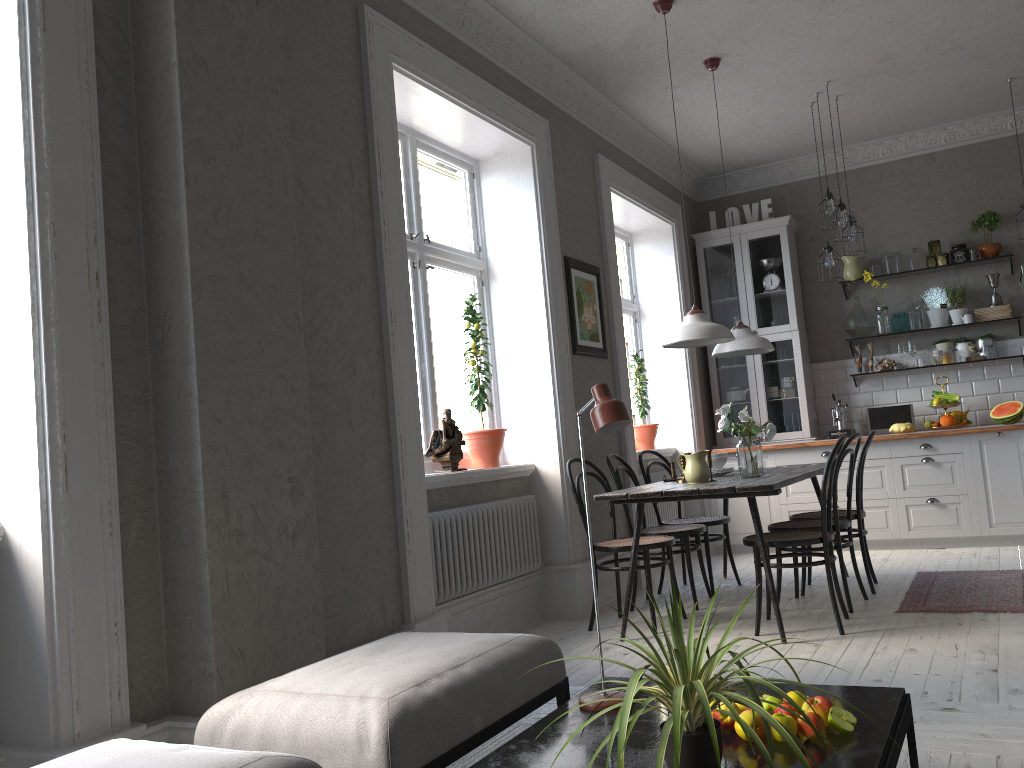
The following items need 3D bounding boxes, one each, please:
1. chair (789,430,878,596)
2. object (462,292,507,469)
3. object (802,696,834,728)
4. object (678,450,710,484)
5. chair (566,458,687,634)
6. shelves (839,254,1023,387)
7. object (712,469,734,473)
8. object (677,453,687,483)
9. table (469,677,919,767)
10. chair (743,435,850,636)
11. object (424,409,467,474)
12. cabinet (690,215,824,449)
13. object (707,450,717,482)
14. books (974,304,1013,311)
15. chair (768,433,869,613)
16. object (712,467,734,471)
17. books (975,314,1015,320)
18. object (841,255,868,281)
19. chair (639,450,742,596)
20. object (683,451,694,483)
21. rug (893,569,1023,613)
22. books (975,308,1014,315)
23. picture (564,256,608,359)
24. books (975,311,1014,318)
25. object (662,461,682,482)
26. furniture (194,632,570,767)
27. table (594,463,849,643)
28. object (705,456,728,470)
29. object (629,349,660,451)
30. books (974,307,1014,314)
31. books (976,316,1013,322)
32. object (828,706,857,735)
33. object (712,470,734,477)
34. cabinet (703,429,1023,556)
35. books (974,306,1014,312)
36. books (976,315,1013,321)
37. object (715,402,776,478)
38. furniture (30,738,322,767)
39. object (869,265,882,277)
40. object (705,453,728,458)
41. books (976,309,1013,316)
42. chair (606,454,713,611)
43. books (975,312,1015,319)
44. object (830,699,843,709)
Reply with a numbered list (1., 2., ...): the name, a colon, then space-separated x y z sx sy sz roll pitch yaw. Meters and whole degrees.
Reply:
1. chair: 1.924 0.758 5.254 0.540 0.920 0.445 -7 -5 25
2. object: -0.186 -0.028 4.913 0.274 0.991 0.266 -3 -5 -23
3. object: 0.696 0.743 2.009 0.076 0.064 0.073 -2 -5 -31
4. object: 0.967 0.438 4.672 0.151 0.170 0.134 -4 -4 -11
5. chair: 0.610 0.840 4.786 0.538 0.920 0.447 -8 -5 35
6. shelves: 3.413 -0.472 7.220 1.294 0.923 0.232 -7 -5 27
7. object: 1.210 0.529 5.298 0.238 0.027 0.236 -5 -5 -4
8. object: 0.949 0.458 4.900 0.095 0.172 0.096 -6 -4 9
9. table: 0.327 0.946 1.834 0.834 0.303 1.333 -8 -5 28
10. chair: 1.410 0.733 4.353 0.540 0.920 0.445 -7 -5 25
11. object: -0.348 0.289 4.538 0.118 0.329 0.241 -8 -5 30
12. cabinet: 2.133 -0.408 7.727 0.864 1.920 0.394 -7 -5 27
13. object: 1.056 0.436 4.721 0.058 0.167 0.060 -9 -6 41
14. books: 3.817 -0.600 7.020 0.256 0.011 0.161 -8 -5 33
15. chair: 1.670 0.748 4.831 0.538 0.920 0.447 -8 -5 35
16. object: 1.209 0.521 5.298 0.242 0.027 0.232 -1 -6 -39
17. books: 3.824 -0.526 7.014 0.255 0.016 0.161 -9 -6 40
18. object: 2.879 -0.972 7.451 0.187 0.216 0.177 -9 -6 42
19. chair: 1.136 0.866 5.707 0.538 0.920 0.447 -9 -6 40
20. object: 0.966 0.449 4.808 0.063 0.172 0.061 -1 -6 -40
21. rug: 2.551 1.123 4.857 0.723 0.014 1.312 -8 -5 28
22. books: 3.820 -0.569 7.018 0.256 0.011 0.161 -8 -5 33
23. picture: 0.483 -0.479 5.682 0.019 0.619 0.530 -7 -5 29
24. books: 3.822 -0.547 7.016 0.256 0.011 0.161 -8 -5 33
25. object: 0.943 0.510 5.177 0.138 0.112 0.140 -6 -5 10
26. furniture: -0.287 0.940 2.299 0.573 0.475 0.842 -7 -5 28
27. table: 1.297 0.892 5.039 0.889 0.735 1.953 -7 -5 28
28. object: 1.206 0.486 5.301 0.177 0.094 0.182 -7 -5 19
29. object: 1.036 0.126 7.124 0.265 0.813 0.255 -2 -5 -35
30. books: 3.819 -0.579 7.018 0.255 0.016 0.161 -9 -6 40
31. books: 3.826 -0.503 7.013 0.256 0.011 0.160 -8 -5 30
32. object: 0.725 0.741 1.950 0.057 0.053 0.061 -8 -5 34
33. object: 1.211 0.539 5.297 0.242 0.027 0.232 -1 -6 -44
34. cabinet: 2.998 0.728 5.737 2.010 0.854 4.149 -4 -5 -15
35. books: 3.818 -0.590 7.019 0.256 0.016 0.161 -9 -6 37
36. books: 3.825 -0.515 7.014 0.256 0.011 0.161 -8 -5 33
37. object: 1.265 0.295 4.755 0.306 0.414 0.255 -7 -5 26
38. furniture: -0.772 0.914 1.422 0.573 0.475 0.842 -7 -5 28
39. object: 3.051 -0.936 7.427 0.101 0.111 0.105 -7 -5 28
40. object: 1.204 0.466 5.302 0.177 0.094 0.182 -7 -5 19
41. books: 3.821 -0.558 7.017 0.256 0.011 0.160 -8 -5 30
42. chair: 0.881 0.855 5.282 0.540 0.920 0.445 -7 -5 25
43. books: 3.823 -0.536 7.015 0.256 0.016 0.161 -9 -6 37
44. object: 0.742 0.757 2.073 0.068 0.037 0.046 -2 -5 -35
